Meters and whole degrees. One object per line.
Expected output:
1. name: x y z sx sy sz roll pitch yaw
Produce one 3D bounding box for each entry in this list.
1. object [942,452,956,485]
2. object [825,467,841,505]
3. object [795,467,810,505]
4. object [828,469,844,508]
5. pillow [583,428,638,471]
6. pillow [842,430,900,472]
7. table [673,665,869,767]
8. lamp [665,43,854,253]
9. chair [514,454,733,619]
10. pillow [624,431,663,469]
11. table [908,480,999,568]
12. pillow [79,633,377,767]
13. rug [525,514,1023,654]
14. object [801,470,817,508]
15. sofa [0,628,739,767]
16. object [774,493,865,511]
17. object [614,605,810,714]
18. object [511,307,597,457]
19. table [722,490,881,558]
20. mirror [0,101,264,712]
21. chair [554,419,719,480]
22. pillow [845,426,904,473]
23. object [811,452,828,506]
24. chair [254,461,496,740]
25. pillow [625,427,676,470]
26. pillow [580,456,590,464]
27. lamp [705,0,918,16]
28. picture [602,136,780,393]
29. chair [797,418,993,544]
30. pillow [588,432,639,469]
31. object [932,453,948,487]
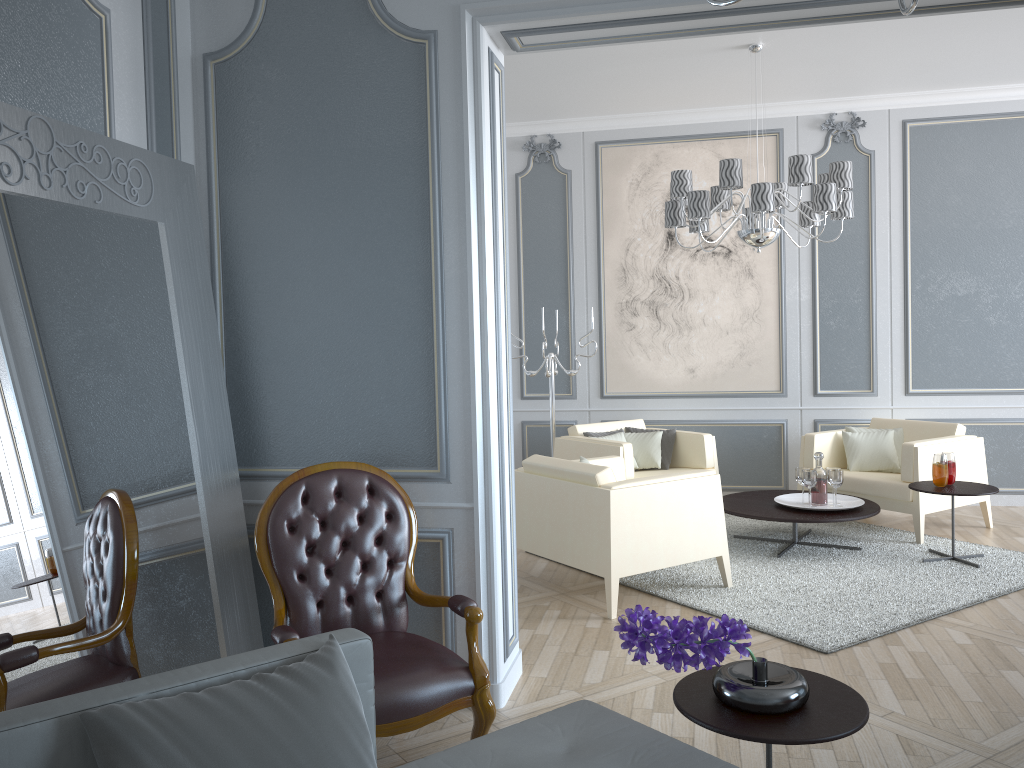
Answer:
1. object: 2.255 0.436 4.587 0.075 0.165 0.075 -3 2 -29
2. object: 1.768 0.560 4.876 0.080 0.196 0.080 -2 2 -5
3. object: 1.608 0.563 4.900 0.080 0.196 0.080 -2 2 -5
4. object: 1.751 0.565 4.794 0.080 0.196 0.080 -2 2 -5
5. pillow: 0.634 0.441 5.754 0.351 0.276 0.184 -3 3 -32
6. pillow: 2.218 0.414 5.485 0.312 0.245 0.163 -1 2 6
7. table: 0.570 0.883 1.962 0.414 0.385 0.414 -1 3 0
8. lamp: 1.326 -1.271 4.817 0.976 1.119 0.977 -1 2 0
9. chair: 0.489 0.653 4.290 0.737 0.620 0.855 -3 3 -33
10. pillow: 0.826 0.434 5.788 0.312 0.245 0.163 -1 2 16
11. table: 2.248 0.715 4.518 0.414 0.385 0.414 -3 3 -30
12. pillow: -0.386 0.625 1.329 0.422 0.354 0.253 -4 3 -41
13. rug: 1.460 0.915 4.663 2.001 0.010 2.001 -3 4 -33
14. object: 1.611 0.568 4.802 0.080 0.196 0.080 -1 2 15
15. sofa: -0.450 0.814 1.061 2.205 0.667 0.810 -4 3 -38
16. object: 1.678 0.651 4.852 0.468 0.028 0.468 0 3 25
17. object: 0.441 0.585 1.917 0.425 0.221 0.206 -2 3 -18
18. object: 0.273 0.187 5.976 0.446 1.385 0.446 -3 3 -33
19. table: 1.576 0.783 4.938 0.882 0.239 0.883 -1 3 10
20. mirror: -1.079 0.218 2.229 0.251 1.791 1.401 -1 2 12
21. chair: 0.795 0.570 5.729 0.855 0.620 0.737 -3 3 -33
22. pillow: 2.275 0.410 5.553 0.351 0.276 0.184 -1 2 18
23. object: 1.682 0.516 4.857 0.086 0.290 0.086 0 3 33
24. chair: -0.425 0.663 2.526 0.573 0.828 0.575 -3 3 -28
25. pillow: 0.894 0.430 5.844 0.351 0.276 0.184 0 3 28
26. pillow: 0.384 0.521 4.372 0.182 0.285 0.361 -1 3 18
27. lamp: 0.500 -1.046 0.937 0.976 1.119 0.977 -1 2 0
28. picture: 1.250 -0.821 6.245 1.199 1.750 0.001 -1 2 12
29. chair: 2.304 0.548 5.406 0.737 0.620 0.855 -3 3 -33
30. pillow: 0.649 0.445 5.667 0.312 0.245 0.163 -4 3 -44
31. object: 2.188 0.441 4.532 0.075 0.165 0.075 -1 2 1
